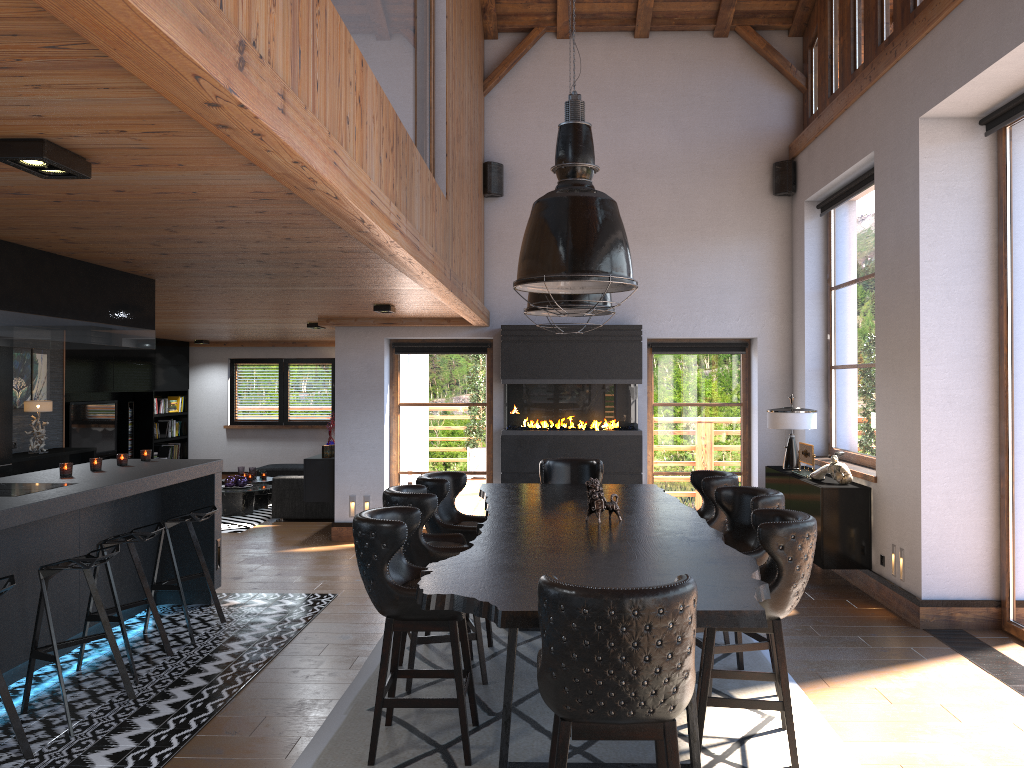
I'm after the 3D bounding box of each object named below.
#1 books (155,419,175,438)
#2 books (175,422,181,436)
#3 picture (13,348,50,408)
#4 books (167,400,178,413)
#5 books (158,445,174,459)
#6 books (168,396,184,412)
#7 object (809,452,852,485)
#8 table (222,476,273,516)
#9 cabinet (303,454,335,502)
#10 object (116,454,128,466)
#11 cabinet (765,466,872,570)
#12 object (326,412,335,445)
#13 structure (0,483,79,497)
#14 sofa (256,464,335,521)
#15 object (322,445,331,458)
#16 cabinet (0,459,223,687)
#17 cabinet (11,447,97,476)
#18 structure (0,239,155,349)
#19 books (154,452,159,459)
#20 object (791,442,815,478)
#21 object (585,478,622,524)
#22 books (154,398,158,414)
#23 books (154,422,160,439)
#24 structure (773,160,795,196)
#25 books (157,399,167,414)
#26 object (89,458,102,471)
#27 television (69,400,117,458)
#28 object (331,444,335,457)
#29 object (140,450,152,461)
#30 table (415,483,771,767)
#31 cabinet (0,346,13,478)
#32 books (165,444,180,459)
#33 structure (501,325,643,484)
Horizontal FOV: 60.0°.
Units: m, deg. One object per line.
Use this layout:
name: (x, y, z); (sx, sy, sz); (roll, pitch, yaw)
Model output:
books: (-5.614, 0.713, 14.302); (0.222, 0.296, 0.345); (0, 0, 2)
books: (-5.612, 0.744, 14.627); (0.189, 0.238, 0.290); (0, 0, 1)
picture: (-4.870, -0.059, 8.825); (0.010, 0.594, 0.926); (0, 0, 3)
books: (-5.601, 0.367, 14.411); (0.260, 0.197, 0.296); (0, 0, 5)
books: (-5.634, 1.125, 14.434); (0.207, 0.256, 0.245); (0, 0, 1)
books: (-5.565, 0.337, 14.672); (0.212, 0.261, 0.210); (0, 0, 2)
object: (2.682, 0.699, 7.485); (0.182, 0.262, 0.495); (0, 0, -29)
table: (-3.511, 1.483, 11.672); (0.895, 0.371, 1.525); (0, 0, 3)
cabinet: (-2.060, 1.044, 10.085); (0.357, 0.468, 0.955); (0, 0, 2)
object: (-2.790, 0.541, 6.346); (0.080, 0.081, 0.078); (0, 0, -43)
cabinet: (2.717, 1.155, 8.023); (0.402, 0.655, 1.868); (0, 0, 3)
object: (-2.039, 0.558, 10.052); (0.151, 0.504, 0.325); (0, 0, 2)
structure: (-2.810, 0.592, 4.907); (0.504, 0.017, 0.611); (0, 0, 2)
sofa: (-2.877, 1.274, 12.367); (2.087, 0.818, 3.091); (0, 0, 2)
object: (-2.041, 0.744, 9.761); (0.108, 0.135, 0.096); (0, 0, -8)
cabinet: (-2.792, 1.136, 4.472); (0.888, 1.104, 4.804); (0, 0, 3)
cabinet: (-4.694, 1.186, 8.670); (0.429, 1.010, 1.626); (0, 0, 3)
structure: (-2.811, -0.468, 4.306); (0.710, 0.476, 3.252); (0, 0, 3)
books: (-5.649, 1.160, 13.720); (0.258, 0.188, 0.303); (0, 0, 9)
object: (2.671, 0.684, 8.042); (0.150, 0.288, 0.500); (0, 0, 3)
object: (0.506, 0.638, 4.881); (0.223, 0.253, 0.114); (0, -1, -35)
books: (-5.608, 0.334, 13.652); (0.207, 0.270, 0.240); (0, 0, 2)
books: (-5.647, 0.726, 13.865); (0.210, 0.270, 0.237); (0, 0, 2)
structure: (2.876, -2.172, 9.361); (0.213, 0.349, 0.214); (0, -1, 2)
books: (-5.647, 0.353, 14.126); (0.182, 0.232, 0.284); (0, 0, 5)
object: (-2.807, 0.542, 5.980); (0.080, 0.081, 0.078); (0, 0, -43)
television: (-5.774, 0.645, 12.217); (0.050, 0.813, 1.254); (0, 0, 3)
object: (-1.990, 0.743, 9.884); (0.107, 0.135, 0.098); (0, -1, 33)
object: (-2.773, 0.541, 6.713); (0.080, 0.081, 0.078); (0, 0, -43)
table: (0.396, 1.231, 4.827); (1.428, 0.950, 3.799); (0, 0, 2)
cabinet: (-4.818, 0.498, 4.654); (0.543, 2.381, 6.434); (0, 0, 3)
books: (-5.625, 1.121, 14.643); (0.212, 0.261, 0.252); (0, 0, 2)
structure: (0.619, 0.220, 9.265); (1.443, 1.650, 0.433); (0, -1, 1)
